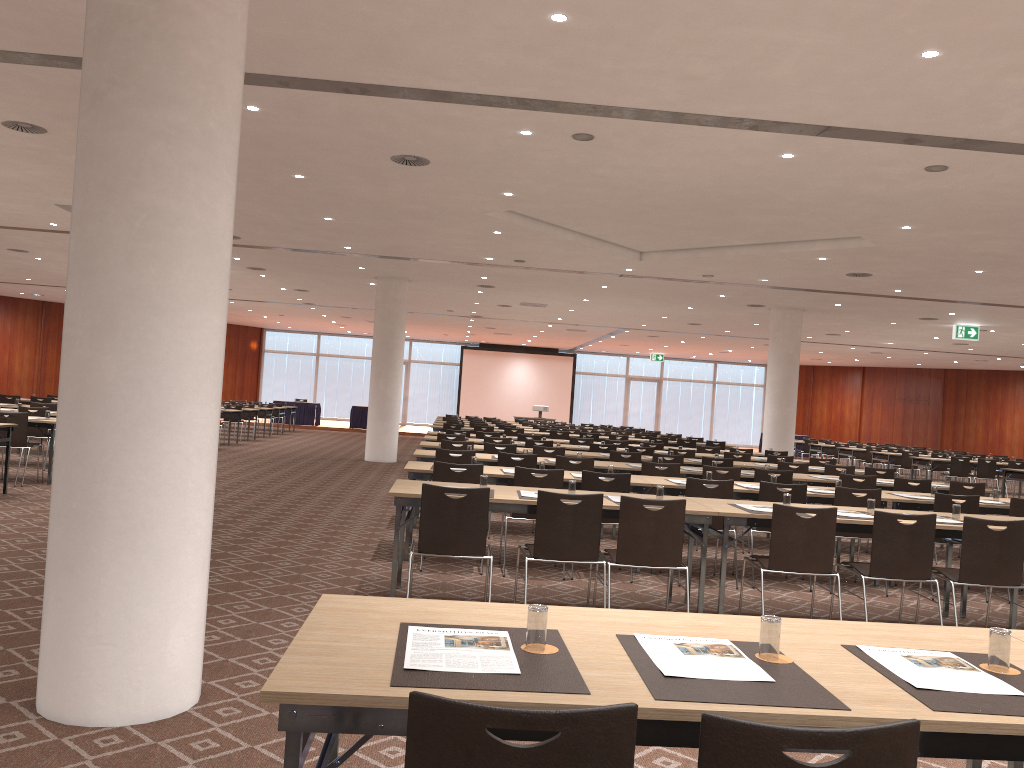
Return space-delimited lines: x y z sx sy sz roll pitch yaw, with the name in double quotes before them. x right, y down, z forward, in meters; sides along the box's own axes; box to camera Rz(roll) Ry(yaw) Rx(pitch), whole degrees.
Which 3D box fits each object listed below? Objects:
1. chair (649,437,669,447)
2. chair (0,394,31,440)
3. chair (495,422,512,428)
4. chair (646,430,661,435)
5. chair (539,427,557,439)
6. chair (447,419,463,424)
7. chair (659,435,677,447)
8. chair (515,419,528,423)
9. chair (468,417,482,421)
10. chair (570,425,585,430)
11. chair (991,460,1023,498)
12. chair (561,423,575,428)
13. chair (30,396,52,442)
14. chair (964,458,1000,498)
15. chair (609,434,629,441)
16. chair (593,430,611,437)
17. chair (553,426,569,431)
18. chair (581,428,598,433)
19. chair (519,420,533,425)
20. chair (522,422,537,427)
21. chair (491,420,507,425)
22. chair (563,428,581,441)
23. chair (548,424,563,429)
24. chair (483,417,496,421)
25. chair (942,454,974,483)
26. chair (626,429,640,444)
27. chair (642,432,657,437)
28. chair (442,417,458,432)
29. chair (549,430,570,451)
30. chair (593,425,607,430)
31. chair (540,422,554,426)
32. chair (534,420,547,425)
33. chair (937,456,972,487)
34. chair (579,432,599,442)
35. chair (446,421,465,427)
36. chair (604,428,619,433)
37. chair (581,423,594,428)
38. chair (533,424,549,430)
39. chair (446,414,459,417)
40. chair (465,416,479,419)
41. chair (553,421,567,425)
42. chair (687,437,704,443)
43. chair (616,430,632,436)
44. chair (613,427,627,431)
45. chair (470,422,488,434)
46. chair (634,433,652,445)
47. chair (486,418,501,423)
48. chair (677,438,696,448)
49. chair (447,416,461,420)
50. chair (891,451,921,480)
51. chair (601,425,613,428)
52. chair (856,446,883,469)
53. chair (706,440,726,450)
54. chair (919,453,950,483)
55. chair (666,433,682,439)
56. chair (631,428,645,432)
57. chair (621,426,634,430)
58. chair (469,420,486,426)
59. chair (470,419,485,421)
"chair" 3.184 1.637 19.648 0.535 0.939 0.614 4 -1 -6
"chair" -10.479 0.693 18.612 0.535 0.939 0.614 4 -1 -1
"chair" -0.263 1.479 23.382 0.536 0.939 0.614 4 -1 -6
"chair" 4.031 1.815 25.687 0.535 0.939 0.614 4 -1 -3
"chair" 0.829 1.514 21.453 0.535 0.939 0.614 4 -1 -4
"chair" -1.542 1.392 23.370 0.536 0.939 0.614 4 -1 -7
"chair" 3.740 1.715 21.691 0.535 0.939 0.614 4 -1 -5
"chair" 0.280 1.638 29.469 0.535 0.939 0.614 4 -1 -3
"chair" -1.177 1.496 27.328 0.535 0.939 0.614 4 -1 -5
"chair" 1.826 1.665 25.610 0.536 0.939 0.614 4 -1 -7
"chair" 11.348 2.198 20.137 0.535 0.939 0.614 4 -1 -4
"chair" 1.696 1.694 27.528 0.535 0.939 0.614 4 -1 -1
"chair" -9.901 0.735 18.734 0.535 0.939 0.614 4 -1 -3
"chair" 10.691 2.155 20.172 0.535 0.939 0.614 4 -1 -2
"chair" 2.300 1.575 19.551 0.535 0.939 0.614 4 -1 -3
"chair" 2.139 1.606 21.622 0.536 0.939 0.614 4 -1 -6
"chair" 1.249 1.585 23.565 0.535 0.939 0.614 4 -1 -3
"chair" 1.998 1.635 23.540 0.535 0.939 0.614 4 -1 -5
"chair" 0.400 1.607 27.515 0.535 0.939 0.614 4 -1 -2
"chair" 0.470 1.570 25.438 0.535 0.939 0.614 4 -1 -3
"chair" -0.403 1.510 25.412 0.535 0.939 0.614 4 -1 -2
"chair" 1.399 1.554 21.528 0.535 0.939 0.614 4 -1 -5
"chair" 1.199 1.621 25.524 0.535 0.939 0.614 4 -1 -6
"chair" -0.776 1.564 29.361 0.536 0.939 0.614 4 -1 -6
"chair" 11.204 2.230 22.213 0.535 0.939 0.614 4 -1 -5
"chair" 3.428 1.774 25.679 0.536 0.939 0.614 4 -1 -7
"chair" 3.600 1.745 23.652 0.535 0.939 0.614 4 -1 -2
"chair" -1.785 1.414 25.280 0.535 0.939 0.614 4 -1 -3
"chair" 0.998 1.486 19.495 0.535 0.939 0.614 4 -1 -3
"chair" 2.697 1.765 27.675 0.535 0.939 0.614 4 -1 -2
"chair" 1.047 1.650 27.518 0.535 0.939 0.614 4 -1 -1
"chair" 0.895 1.679 29.477 0.535 0.939 0.614 4 -1 -5
"chair" 10.022 2.107 20.044 0.535 0.939 0.614 4 -1 -2
"chair" 1.653 1.532 19.583 0.535 0.939 0.614 4 -1 -5
"chair" -1.389 1.362 21.333 0.535 0.939 0.614 4 -1 -3
"chair" 2.821 1.732 25.602 0.535 0.939 0.614 4 -1 -4
"chair" 2.452 1.787 29.586 0.536 0.939 0.614 4 -1 -5
"chair" 0.728 1.548 23.486 0.535 0.939 0.614 4 -1 -2
"chair" -1.996 1.481 29.310 0.535 0.939 0.614 4 -1 -2
"chair" -1.357 1.526 29.397 0.535 0.939 0.614 4 -1 -3
"chair" 1.560 1.727 29.601 0.535 0.939 0.614 4 -1 -2
"chair" 4.407 1.761 21.703 0.535 0.939 0.614 4 -1 -2
"chair" 2.932 1.701 23.682 0.535 0.939 0.614 4 -1 -3
"chair" 3.299 1.805 27.640 0.535 0.939 0.614 4 -1 -3
"chair" -0.824 1.400 21.338 0.535 0.939 0.614 4 -1 -2
"chair" 3.137 1.673 21.614 0.535 0.939 0.614 4 -1 -5
"chair" -0.601 1.537 27.403 0.535 0.939 0.614 4 -1 -1
"chair" 3.798 1.679 19.656 0.535 0.939 0.614 4 -1 -5
"chair" -1.826 1.453 27.359 0.536 0.939 0.614 4 -1 -6
"chair" 9.859 2.139 22.178 0.535 0.939 0.614 4 -1 -3
"chair" 3.097 1.833 29.708 0.535 0.939 0.614 4 -1 -5
"chair" 9.763 2.172 24.176 0.535 0.939 0.614 4 -1 -4
"chair" 4.479 1.727 19.780 0.535 0.939 0.614 4 -1 -1
"chair" 10.543 2.183 22.085 0.535 0.939 0.614 4 -1 -2
"chair" 4.261 1.792 23.733 0.535 0.939 0.614 4 -1 -5
"chair" 3.884 1.846 27.716 0.535 0.939 0.614 4 -1 -4
"chair" 3.800 1.880 29.680 0.535 0.939 0.614 4 -1 -2
"chair" -0.923 1.434 23.371 0.535 0.939 0.614 4 -1 -1
"chair" -1.025 1.468 25.410 0.535 0.939 0.614 4 -1 -4
